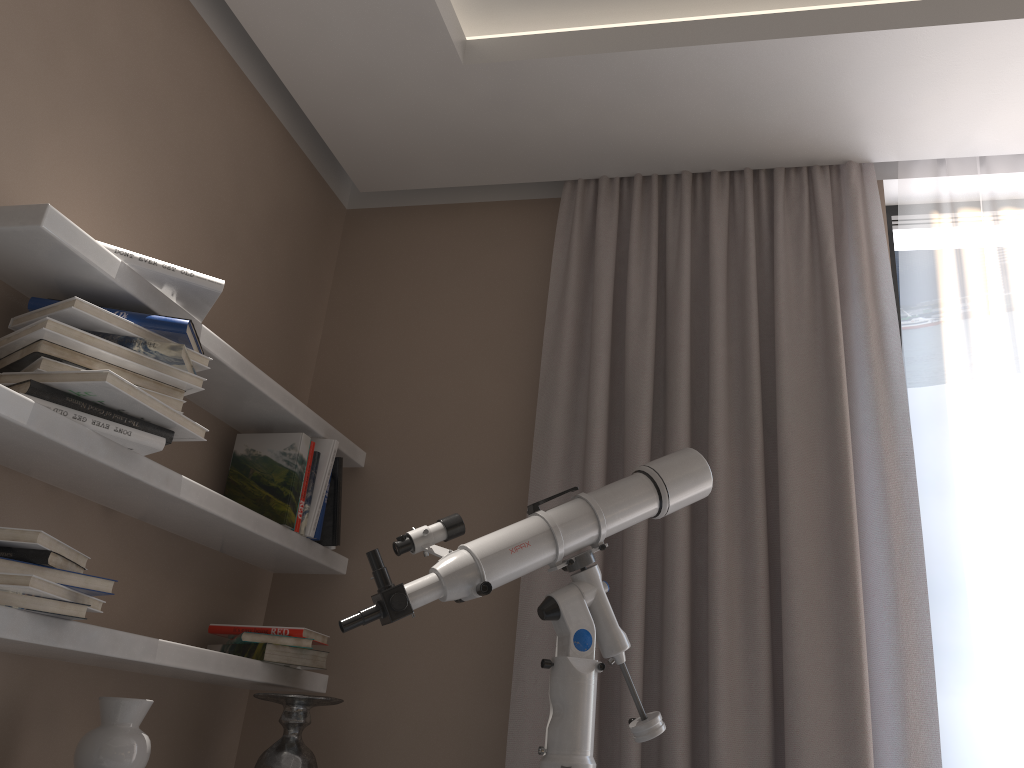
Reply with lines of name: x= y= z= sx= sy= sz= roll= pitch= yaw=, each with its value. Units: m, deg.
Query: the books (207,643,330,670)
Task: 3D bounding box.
books: x=-0.632 y=0.705 z=2.270 sx=0.236 sy=0.043 sz=0.201 roll=-14 pitch=-28 yaw=35

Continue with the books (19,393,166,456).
books: x=-0.832 y=0.089 z=1.661 sx=0.188 sy=0.028 sz=0.275 roll=-15 pitch=-29 yaw=37

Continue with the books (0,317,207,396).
books: x=-0.801 y=-0.032 z=1.709 sx=0.212 sy=0.027 sz=0.326 roll=-14 pitch=-28 yaw=35

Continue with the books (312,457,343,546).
books: x=-0.558 y=0.330 z=2.474 sx=0.165 sy=0.247 sz=0.089 roll=0 pitch=-24 yaw=12

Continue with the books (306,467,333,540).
books: x=-0.594 y=0.301 z=2.430 sx=0.180 sy=0.262 sz=0.026 roll=0 pitch=-24 yaw=11

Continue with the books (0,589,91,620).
books: x=-0.874 y=0.369 z=1.484 sx=0.165 sy=0.025 sz=0.238 roll=-11 pitch=-27 yaw=31

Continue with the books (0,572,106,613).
books: x=-0.857 y=0.356 z=1.508 sx=0.196 sy=0.021 sz=0.269 roll=3 pitch=-23 yaw=0

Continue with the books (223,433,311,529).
books: x=-0.649 y=0.253 z=2.312 sx=0.191 sy=0.251 sz=0.043 roll=0 pitch=-24 yaw=11

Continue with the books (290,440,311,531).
books: x=-0.639 y=0.266 z=2.343 sx=0.174 sy=0.253 sz=0.024 roll=0 pitch=-24 yaw=11

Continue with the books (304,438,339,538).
books: x=-0.602 y=0.277 z=2.416 sx=0.213 sy=0.290 sz=0.021 roll=0 pitch=-24 yaw=11

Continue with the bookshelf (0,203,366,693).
bookshelf: x=-1.211 y=-0.124 z=0.459 sx=0.225 sy=1.211 sz=4.599 roll=-1 pitch=-23 yaw=16

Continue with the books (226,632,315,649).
books: x=-0.631 y=0.675 z=2.283 sx=0.182 sy=0.024 sz=0.238 roll=14 pitch=-25 yaw=-23

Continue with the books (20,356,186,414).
books: x=-0.811 y=0.027 z=1.715 sx=0.188 sy=0.028 sz=0.275 roll=-18 pitch=-31 yaw=41

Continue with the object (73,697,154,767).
object: x=-0.772 y=0.813 z=1.630 sx=0.260 sy=0.435 sz=0.269 roll=0 pitch=-24 yaw=12

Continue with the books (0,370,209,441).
books: x=-0.778 y=0.049 z=1.701 sx=0.219 sy=0.027 sz=0.317 roll=-2 pitch=-23 yaw=13

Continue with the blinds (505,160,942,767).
blinds: x=0.504 y=0.360 z=2.223 sx=1.028 sy=2.659 sz=0.363 roll=0 pitch=-24 yaw=12

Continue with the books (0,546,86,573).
books: x=-0.897 y=0.305 z=1.521 sx=0.250 sy=0.026 sz=0.161 roll=6 pitch=-23 yaw=-6

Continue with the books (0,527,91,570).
books: x=-0.865 y=0.282 z=1.523 sx=0.175 sy=0.023 sz=0.225 roll=5 pitch=-23 yaw=-5

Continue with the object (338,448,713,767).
object: x=0.047 y=0.710 z=1.529 sx=0.603 sy=1.415 sz=0.606 roll=-1 pitch=-24 yaw=14

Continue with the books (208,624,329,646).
books: x=-0.629 y=0.653 z=2.292 sx=0.246 sy=0.024 sz=0.176 roll=0 pitch=-23 yaw=8

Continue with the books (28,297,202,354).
books: x=-0.776 y=-0.098 z=1.748 sx=0.282 sy=0.027 sz=0.189 roll=8 pitch=-23 yaw=-11

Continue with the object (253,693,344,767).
object: x=-0.551 y=0.998 z=2.097 sx=0.213 sy=0.485 sz=0.224 roll=-4 pitch=-25 yaw=22

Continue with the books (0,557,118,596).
books: x=-0.854 y=0.330 z=1.509 sx=0.173 sy=0.025 sz=0.269 roll=-12 pitch=-27 yaw=32

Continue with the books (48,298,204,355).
books: x=-0.783 y=-0.105 z=1.801 sx=0.269 sy=0.028 sz=0.171 roll=8 pitch=-23 yaw=-10

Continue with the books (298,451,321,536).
books: x=-0.621 y=0.295 z=2.383 sx=0.169 sy=0.230 sz=0.025 roll=0 pitch=-24 yaw=11

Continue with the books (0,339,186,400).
books: x=-0.816 y=-0.003 z=1.716 sx=0.179 sy=0.031 sz=0.296 roll=-15 pitch=-29 yaw=36

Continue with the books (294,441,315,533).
books: x=-0.633 y=0.276 z=2.365 sx=0.174 sy=0.253 sz=0.024 roll=0 pitch=-24 yaw=11

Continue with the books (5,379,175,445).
books: x=-0.831 y=0.069 z=1.684 sx=0.180 sy=0.031 sz=0.295 roll=-12 pitch=-27 yaw=32

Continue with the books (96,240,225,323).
books: x=-0.754 y=-0.207 z=1.797 sx=0.283 sy=0.027 sz=0.194 roll=17 pitch=-26 yaw=-29

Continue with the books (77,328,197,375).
books: x=-0.763 y=-0.051 z=1.729 sx=0.250 sy=0.026 sz=0.180 roll=8 pitch=-23 yaw=-11

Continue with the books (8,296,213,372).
books: x=-0.782 y=-0.078 z=1.730 sx=0.198 sy=0.023 sz=0.303 roll=-11 pitch=-27 yaw=31

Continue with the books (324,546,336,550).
books: x=-0.584 y=0.354 z=2.510 sx=0.169 sy=0.224 sz=0.101 roll=0 pitch=-24 yaw=12
